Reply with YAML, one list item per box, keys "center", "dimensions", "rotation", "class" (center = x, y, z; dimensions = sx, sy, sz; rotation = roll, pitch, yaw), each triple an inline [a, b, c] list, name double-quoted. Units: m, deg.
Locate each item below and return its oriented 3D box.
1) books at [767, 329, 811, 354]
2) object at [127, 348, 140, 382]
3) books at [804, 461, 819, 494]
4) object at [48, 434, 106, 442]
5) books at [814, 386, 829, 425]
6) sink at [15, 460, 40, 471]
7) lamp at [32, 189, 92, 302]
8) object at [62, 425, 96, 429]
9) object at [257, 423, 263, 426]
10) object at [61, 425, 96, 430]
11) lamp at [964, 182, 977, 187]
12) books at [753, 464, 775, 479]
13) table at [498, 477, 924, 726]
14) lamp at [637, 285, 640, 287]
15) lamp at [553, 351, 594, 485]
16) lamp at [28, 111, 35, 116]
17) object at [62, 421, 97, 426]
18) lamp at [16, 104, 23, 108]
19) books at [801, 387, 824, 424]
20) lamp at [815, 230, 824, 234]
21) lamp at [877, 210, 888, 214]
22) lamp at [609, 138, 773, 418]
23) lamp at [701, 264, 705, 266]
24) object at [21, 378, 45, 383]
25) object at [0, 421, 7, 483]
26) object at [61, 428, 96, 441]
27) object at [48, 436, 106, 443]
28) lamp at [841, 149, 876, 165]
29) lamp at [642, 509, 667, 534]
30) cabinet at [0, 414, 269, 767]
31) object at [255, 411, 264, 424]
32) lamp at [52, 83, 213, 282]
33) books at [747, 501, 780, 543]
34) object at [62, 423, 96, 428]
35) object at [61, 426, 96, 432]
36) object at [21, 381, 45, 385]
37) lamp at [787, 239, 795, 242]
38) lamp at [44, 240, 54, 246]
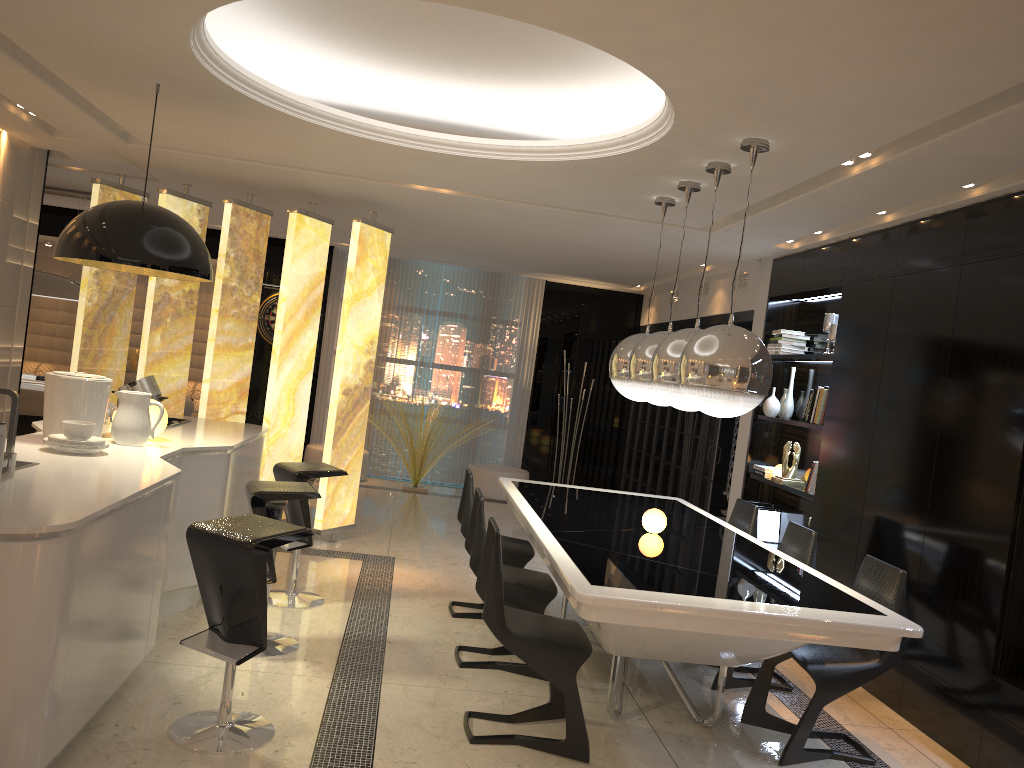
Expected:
- center: [2.109, -0.306, 6.776]
  dimensions: [0.259, 0.188, 0.302]
  rotation: [7, 1, 0]
  class: "books"
- center: [-4.748, -0.109, 11.181]
  dimensions: [0.390, 0.718, 0.388]
  rotation: [7, 1, -15]
  class: "object"
- center: [2.100, 0.627, 5.928]
  dimensions: [0.182, 0.232, 0.284]
  rotation: [7, 1, -3]
  class: "books"
- center: [-1.909, 0.243, 3.894]
  dimensions: [0.229, 0.016, 0.229]
  rotation: [8, 1, 23]
  class: "object"
- center: [2.165, 0.156, 5.910]
  dimensions: [0.212, 0.261, 0.252]
  rotation: [7, 1, -6]
  class: "books"
- center: [-2.052, 0.364, 3.069]
  dimensions: [0.485, 0.152, 0.738]
  rotation: [7, 1, -6]
  class: "sink"
- center: [-4.507, -1.339, 8.370]
  dimensions: [1.578, 0.995, 0.939]
  rotation: [7, 1, -6]
  class: "lamp"
- center: [-1.904, 0.207, 3.894]
  dimensions: [0.138, 0.051, 0.138]
  rotation: [8, 1, 41]
  class: "object"
- center: [-2.805, 0.721, 10.059]
  dimensions: [0.261, 0.508, 0.325]
  rotation: [7, 1, -6]
  class: "object"
- center: [-1.905, 0.212, 3.894]
  dimensions: [0.138, 0.051, 0.138]
  rotation: [8, 1, 41]
  class: "object"
- center: [2.215, -1.023, 4.313]
  dimensions: [0.107, 0.127, 0.107]
  rotation: [7, 1, -25]
  class: "lamp"
- center: [1.989, 0.678, 6.783]
  dimensions: [0.209, 0.073, 0.266]
  rotation: [7, 1, -3]
  class: "books"
- center: [0.650, 1.132, 4.611]
  dimensions: [1.293, 0.759, 3.031]
  rotation: [7, 1, -6]
  class: "table"
- center: [1.479, -1.216, 10.469]
  dimensions: [0.107, 0.127, 0.107]
  rotation: [7, 1, -25]
  class: "lamp"
- center: [0.699, 0.519, 10.671]
  dimensions: [0.418, 1.801, 0.200]
  rotation: [7, 1, -6]
  class: "lamp"
- center: [-2.919, -1.713, 5.450]
  dimensions: [0.107, 0.127, 0.107]
  rotation: [7, 1, -10]
  class: "lamp"
- center: [-1.903, 0.195, 3.894]
  dimensions: [0.138, 0.051, 0.138]
  rotation: [8, 1, 41]
  class: "object"
- center: [-2.902, -1.708, 5.287]
  dimensions: [0.107, 0.127, 0.107]
  rotation: [7, 1, -25]
  class: "lamp"
- center: [2.142, 0.153, 6.118]
  dimensions: [0.207, 0.256, 0.245]
  rotation: [7, 1, -7]
  class: "books"
- center: [2.041, -1.071, 5.930]
  dimensions: [0.107, 0.127, 0.107]
  rotation: [7, 1, -25]
  class: "lamp"
- center: [2.128, -1.047, 5.122]
  dimensions: [0.107, 0.127, 0.107]
  rotation: [7, 1, -25]
  class: "lamp"
- center: [0.916, -0.480, 4.617]
  dimensions: [0.408, 1.226, 1.827]
  rotation: [7, 1, -6]
  class: "lamp"
- center: [1.733, -1.145, 8.114]
  dimensions: [0.107, 0.127, 0.107]
  rotation: [7, 1, -25]
  class: "lamp"
- center: [-4.766, -0.046, 8.607]
  dimensions: [1.605, 0.026, 0.028]
  rotation: [7, 1, -1]
  class: "object"
- center: [-1.730, 0.225, 2.952]
  dimensions: [0.071, 0.219, 0.071]
  rotation: [7, 1, -30]
  class: "object"
- center: [-1.906, 0.224, 3.895]
  dimensions: [0.138, 0.051, 0.138]
  rotation: [8, 1, 41]
  class: "object"
- center: [-1.910, 0.248, 3.894]
  dimensions: [0.229, 0.016, 0.229]
  rotation: [8, 1, 23]
  class: "object"
- center: [1.595, -1.101, 4.118]
  dimensions: [0.107, 0.127, 0.271]
  rotation: [7, 1, -6]
  class: "lamp"
- center: [0.724, 0.697, 4.512]
  dimensions: [0.125, 0.125, 0.125]
  rotation: [8, 1, 44]
  class: "lamp"
- center: [-2.029, 0.724, 4.235]
  dimensions: [1.046, 0.887, 3.752]
  rotation: [7, 1, -6]
  class: "cabinet"
- center: [-2.784, 0.473, 10.148]
  dimensions: [0.330, 0.297, 0.032]
  rotation: [7, 1, -6]
  class: "object"
- center: [-1.749, -0.990, 4.245]
  dimensions: [0.710, 0.898, 0.710]
  rotation: [8, 1, 4]
  class: "lamp"
- center: [1.928, 1.066, 6.856]
  dimensions: [0.210, 0.270, 0.236]
  rotation: [7, 1, -7]
  class: "books"
- center: [-1.903, 0.201, 3.894]
  dimensions: [0.138, 0.051, 0.138]
  rotation: [8, 1, 41]
  class: "object"
- center: [-1.906, 0.218, 3.895]
  dimensions: [0.138, 0.051, 0.138]
  rotation: [8, 1, 41]
  class: "object"
- center: [-4.719, -0.034, 8.228]
  dimensions: [1.605, 0.026, 0.028]
  rotation: [7, 1, -26]
  class: "object"
- center: [1.992, -1.084, 6.376]
  dimensions: [0.107, 0.127, 0.107]
  rotation: [7, 1, -25]
  class: "lamp"
- center: [-5.717, -1.767, 10.952]
  dimensions: [0.107, 0.127, 0.107]
  rotation: [7, 1, -25]
  class: "lamp"
